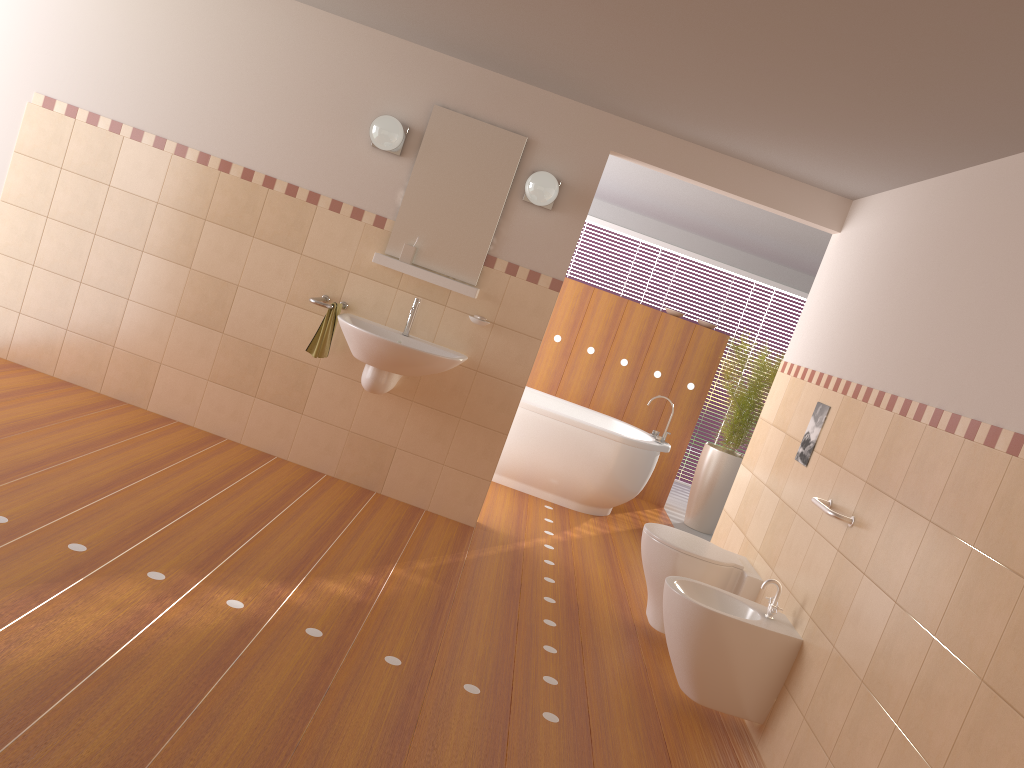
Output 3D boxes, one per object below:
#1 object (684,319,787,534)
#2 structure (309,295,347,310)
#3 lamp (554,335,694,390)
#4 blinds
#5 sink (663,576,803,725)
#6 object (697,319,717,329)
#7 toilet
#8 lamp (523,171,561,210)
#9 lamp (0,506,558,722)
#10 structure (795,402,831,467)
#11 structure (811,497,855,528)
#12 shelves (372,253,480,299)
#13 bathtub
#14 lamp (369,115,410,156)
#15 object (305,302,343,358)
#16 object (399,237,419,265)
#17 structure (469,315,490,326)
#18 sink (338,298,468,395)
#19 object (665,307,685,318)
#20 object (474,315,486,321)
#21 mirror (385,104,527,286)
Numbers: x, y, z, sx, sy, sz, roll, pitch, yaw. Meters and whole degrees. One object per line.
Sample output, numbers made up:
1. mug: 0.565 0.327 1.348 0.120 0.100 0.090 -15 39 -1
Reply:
1. object: 1.763 0.413 6.656 0.683 1.557 1.335 24 8 32
2. structure: -0.939 -0.411 4.495 0.142 0.042 0.333 20 7 0
3. lamp: 0.886 -0.170 6.998 1.169 0.052 0.001 20 7 0
4. blinds: 0.626 -0.492 8.494 4.712 2.022 0.032 20 7 0
5. sink: 0.786 0.938 3.364 0.515 0.517 0.335 20 7 0
6. object: 1.549 -0.469 7.074 0.173 0.046 0.173 20 7 0
7. toilet: 0.784 0.918 4.029 0.534 0.400 0.375 20 7 0
8. lamp: 0.150 -0.980 4.456 0.173 0.173 0.209 20 7 0
9. lamp: -1.284 0.431 4.366 3.173 0.001 2.893 20 7 0
10. structure: 1.311 0.218 3.874 0.005 0.279 0.170 20 7 0
11. structure: 1.182 0.466 3.298 0.091 0.042 0.295 20 7 0
12. shelves: -0.438 -0.557 4.560 0.554 0.050 0.138 20 7 0
13. bathtub: 0.192 0.250 6.248 1.874 0.900 0.888 20 7 0
14. lamp: -0.627 -1.259 4.456 0.173 0.173 0.209 20 7 0
15. object: -0.928 -0.271 4.505 0.085 0.306 0.181 22 7 16
16. object: -0.523 -0.691 4.541 0.063 0.149 0.073 20 7 0
17. structure: -0.175 -0.322 4.597 0.117 0.029 0.092 20 7 0
18. sink: -0.574 -0.178 4.406 0.683 0.516 0.539 20 7 0
19. object: 1.293 -0.561 7.074 0.173 0.046 0.173 20 7 0
20. object: -0.166 -0.342 4.595 0.050 0.023 0.075 15 8 -35
21. mirror: -0.291 -0.967 4.562 0.502 0.799 0.008 20 7 0
